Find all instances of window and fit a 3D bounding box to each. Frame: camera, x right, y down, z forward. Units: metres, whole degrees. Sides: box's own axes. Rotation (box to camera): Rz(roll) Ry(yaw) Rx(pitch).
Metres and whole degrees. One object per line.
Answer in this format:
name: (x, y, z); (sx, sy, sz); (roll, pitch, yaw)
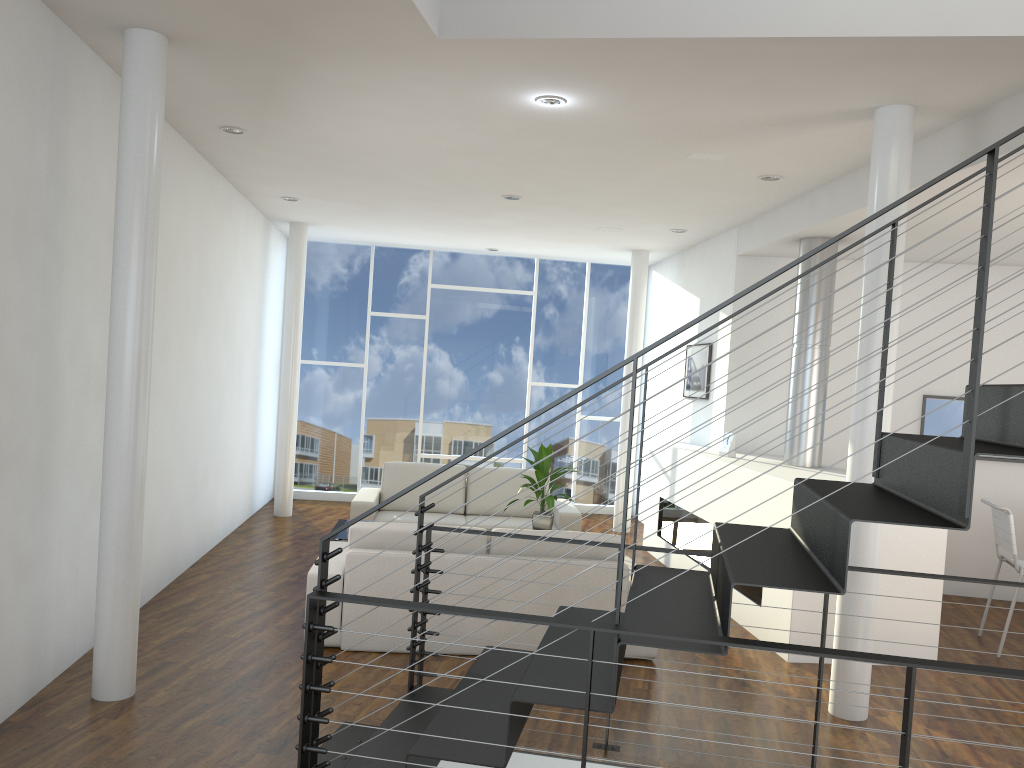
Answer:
window: (3.741, 0.341, 5.823); (2.023, 0.408, 0.165); (4, 2, 10)
window: (-0.353, -1.615, 8.367); (3.415, 5.639, 0.090); (4, 2, -6)

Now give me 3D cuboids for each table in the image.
table: (-0.289, 1.062, 5.426); (1.608, 0.285, 0.661); (4, 1, -5)

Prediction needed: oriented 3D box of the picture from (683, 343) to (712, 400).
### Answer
picture: (1.418, -0.097, 6.798); (0.020, 0.416, 0.574); (3, 1, -6)

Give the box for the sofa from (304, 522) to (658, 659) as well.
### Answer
sofa: (-0.143, 0.935, 4.374); (1.611, 0.566, 0.802); (4, 1, -5)

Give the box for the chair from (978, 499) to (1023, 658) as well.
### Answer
chair: (2.761, 1.024, 4.636); (0.555, 0.765, 0.428); (4, 2, 16)

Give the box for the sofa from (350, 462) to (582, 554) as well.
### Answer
sofa: (-0.337, 0.906, 6.501); (1.611, 0.566, 0.802); (4, 1, -5)

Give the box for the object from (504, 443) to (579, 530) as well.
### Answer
object: (0.213, 0.651, 5.414); (0.432, 0.601, 0.457); (3, 1, -20)

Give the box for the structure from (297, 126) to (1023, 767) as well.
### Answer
structure: (1.498, 0.870, 2.330); (4.360, 6.302, 1.093); (4, 2, 10)

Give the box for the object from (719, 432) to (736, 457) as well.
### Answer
object: (1.388, 0.390, 5.693); (0.061, 0.151, 0.100); (3, 2, -19)

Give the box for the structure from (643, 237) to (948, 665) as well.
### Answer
structure: (1.605, 0.227, 5.565); (0.750, 2.207, 2.748); (3, 1, -6)
